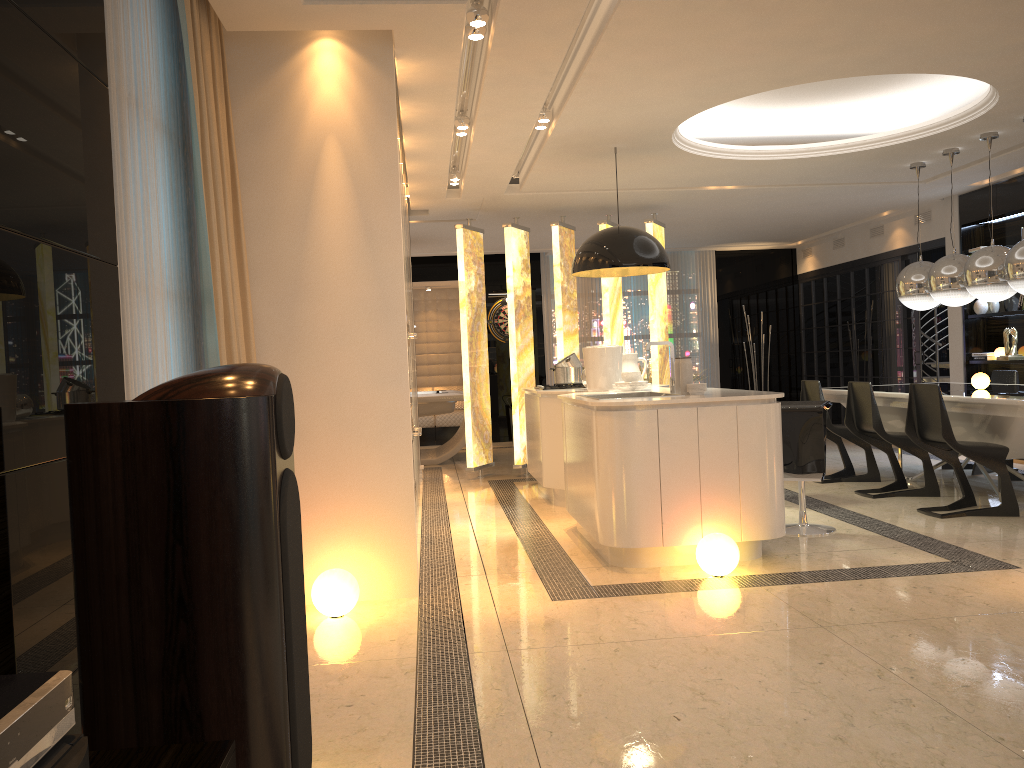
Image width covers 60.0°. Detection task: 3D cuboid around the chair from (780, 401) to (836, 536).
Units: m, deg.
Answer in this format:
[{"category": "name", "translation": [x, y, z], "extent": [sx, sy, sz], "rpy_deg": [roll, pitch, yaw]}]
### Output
[{"category": "chair", "translation": [1.780, 0.507, 5.464], "extent": [0.380, 0.789, 0.380], "rpy_deg": [-2, 1, 27]}]

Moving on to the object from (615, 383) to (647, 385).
[{"category": "object", "translation": [0.814, 0.005, 6.041], "extent": [0.229, 0.016, 0.229], "rpy_deg": [-2, 1, 24]}]

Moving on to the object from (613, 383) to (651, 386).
[{"category": "object", "translation": [0.815, 0.016, 6.042], "extent": [0.264, 0.033, 0.264], "rpy_deg": [-3, 2, -36]}]

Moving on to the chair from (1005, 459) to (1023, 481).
[{"category": "chair", "translation": [4.144, 0.338, 6.878], "extent": [0.496, 0.858, 0.523], "rpy_deg": [-3, 1, -5]}]

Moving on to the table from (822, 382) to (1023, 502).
[{"category": "table", "translation": [3.499, 0.418, 6.717], "extent": [1.293, 0.759, 3.031], "rpy_deg": [-3, 1, -5]}]

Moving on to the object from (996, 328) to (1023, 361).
[{"category": "object", "translation": [4.767, -0.383, 8.481], "extent": [0.177, 0.311, 0.177], "rpy_deg": [-3, 1, -5]}]

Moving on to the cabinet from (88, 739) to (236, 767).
[{"category": "cabinet", "translation": [-0.563, 0.899, 0.175], "extent": [0.416, 0.444, 2.842], "rpy_deg": [-3, 1, -5]}]

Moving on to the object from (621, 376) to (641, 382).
[{"category": "object", "translation": [0.813, -0.028, 6.041], "extent": [0.138, 0.051, 0.138], "rpy_deg": [-1, 2, 42]}]

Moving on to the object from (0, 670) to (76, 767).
[{"category": "object", "translation": [-0.657, 0.372, 0.773], "extent": [0.371, 0.070, 0.441], "rpy_deg": [-3, 1, -5]}]

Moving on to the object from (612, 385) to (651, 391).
[{"category": "object", "translation": [0.816, 0.029, 6.042], "extent": [0.264, 0.033, 0.264], "rpy_deg": [-3, 2, -36]}]

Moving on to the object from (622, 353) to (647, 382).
[{"category": "object", "translation": [0.864, -0.095, 6.510], "extent": [0.211, 0.254, 0.183], "rpy_deg": [-4, 2, -43]}]

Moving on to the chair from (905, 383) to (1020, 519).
[{"category": "chair", "translation": [2.918, 0.416, 5.785], "extent": [0.496, 0.858, 0.523], "rpy_deg": [-3, 1, -5]}]

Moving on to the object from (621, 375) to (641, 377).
[{"category": "object", "translation": [0.813, -0.034, 6.040], "extent": [0.138, 0.051, 0.138], "rpy_deg": [-1, 2, 42]}]

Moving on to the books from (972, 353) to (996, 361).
[{"category": "books", "translation": [4.774, -0.276, 8.865], "extent": [0.209, 0.073, 0.266], "rpy_deg": [-3, 1, -2]}]

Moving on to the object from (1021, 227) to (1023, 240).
[{"category": "object", "translation": [4.823, -1.313, 8.279], "extent": [0.111, 0.301, 0.111], "rpy_deg": [-3, 1, -10]}]

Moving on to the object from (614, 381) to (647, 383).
[{"category": "object", "translation": [0.813, -0.009, 6.040], "extent": [0.229, 0.016, 0.229], "rpy_deg": [-2, 1, 24]}]

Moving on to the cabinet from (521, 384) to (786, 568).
[{"category": "cabinet", "translation": [0.784, 0.483, 6.385], "extent": [1.046, 0.887, 3.752], "rpy_deg": [-3, 1, -5]}]

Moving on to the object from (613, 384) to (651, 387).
[{"category": "object", "translation": [0.815, 0.023, 6.042], "extent": [0.264, 0.033, 0.264], "rpy_deg": [-3, 2, -36]}]

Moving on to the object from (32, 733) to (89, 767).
[{"category": "object", "translation": [-0.631, 0.471, 0.776], "extent": [0.407, 0.130, 0.446], "rpy_deg": [-3, 1, -5]}]

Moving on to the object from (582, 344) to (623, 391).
[{"category": "object", "translation": [0.652, -0.118, 6.323], "extent": [0.288, 0.330, 0.288], "rpy_deg": [-2, 1, 12]}]

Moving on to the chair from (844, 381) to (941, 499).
[{"category": "chair", "translation": [2.836, 0.401, 6.648], "extent": [0.496, 0.858, 0.523], "rpy_deg": [-3, 1, -5]}]

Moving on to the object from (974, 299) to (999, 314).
[{"category": "object", "translation": [4.718, -0.894, 8.846], "extent": [0.210, 0.395, 0.180], "rpy_deg": [-3, 1, -2]}]

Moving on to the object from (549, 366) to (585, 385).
[{"category": "object", "translation": [0.480, -0.070, 7.502], "extent": [0.266, 0.147, 0.253], "rpy_deg": [-2, 2, 38]}]

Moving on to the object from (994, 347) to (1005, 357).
[{"category": "object", "translation": [4.775, -0.297, 8.651], "extent": [0.125, 0.125, 0.125], "rpy_deg": [-2, 1, 34]}]

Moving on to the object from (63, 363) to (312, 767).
[{"category": "object", "translation": [-0.676, 0.526, 1.840], "extent": [0.468, 1.127, 0.285], "rpy_deg": [-3, 1, -5]}]

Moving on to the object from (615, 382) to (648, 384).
[{"category": "object", "translation": [0.814, 0.001, 6.041], "extent": [0.229, 0.016, 0.229], "rpy_deg": [-2, 1, 24]}]

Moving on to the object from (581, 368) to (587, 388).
[{"category": "object", "translation": [0.623, -0.046, 6.644], "extent": [0.211, 0.174, 0.211], "rpy_deg": [-1, 2, 42]}]

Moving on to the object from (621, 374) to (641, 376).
[{"category": "object", "translation": [0.812, -0.040, 6.040], "extent": [0.138, 0.051, 0.138], "rpy_deg": [-1, 2, 42]}]

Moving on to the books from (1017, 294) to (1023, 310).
[{"category": "books", "translation": [4.823, -0.815, 8.195], "extent": [0.207, 0.256, 0.245], "rpy_deg": [-3, 1, -6]}]

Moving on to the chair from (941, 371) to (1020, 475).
[{"category": "chair", "translation": [4.067, 0.323, 7.681], "extent": [0.496, 0.858, 0.523], "rpy_deg": [-3, 1, -5]}]

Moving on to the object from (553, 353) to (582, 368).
[{"category": "object", "translation": [0.468, -0.156, 7.497], "extent": [0.249, 0.212, 0.256], "rpy_deg": [-2, 1, 30]}]

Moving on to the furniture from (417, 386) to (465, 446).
[{"category": "furniture", "translation": [-1.149, 0.460, 13.144], "extent": [1.312, 0.810, 1.107], "rpy_deg": [-3, 1, -5]}]

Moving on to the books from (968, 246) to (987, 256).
[{"category": "books", "translation": [4.721, -1.265, 8.851], "extent": [0.259, 0.188, 0.302], "rpy_deg": [-3, 1, 1]}]

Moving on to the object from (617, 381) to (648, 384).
[{"category": "object", "translation": [0.814, -0.004, 6.040], "extent": [0.229, 0.016, 0.229], "rpy_deg": [-2, 1, 24]}]

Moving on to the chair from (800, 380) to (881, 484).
[{"category": "chair", "translation": [2.755, 0.386, 7.493], "extent": [0.496, 0.858, 0.523], "rpy_deg": [-3, 1, -5]}]
